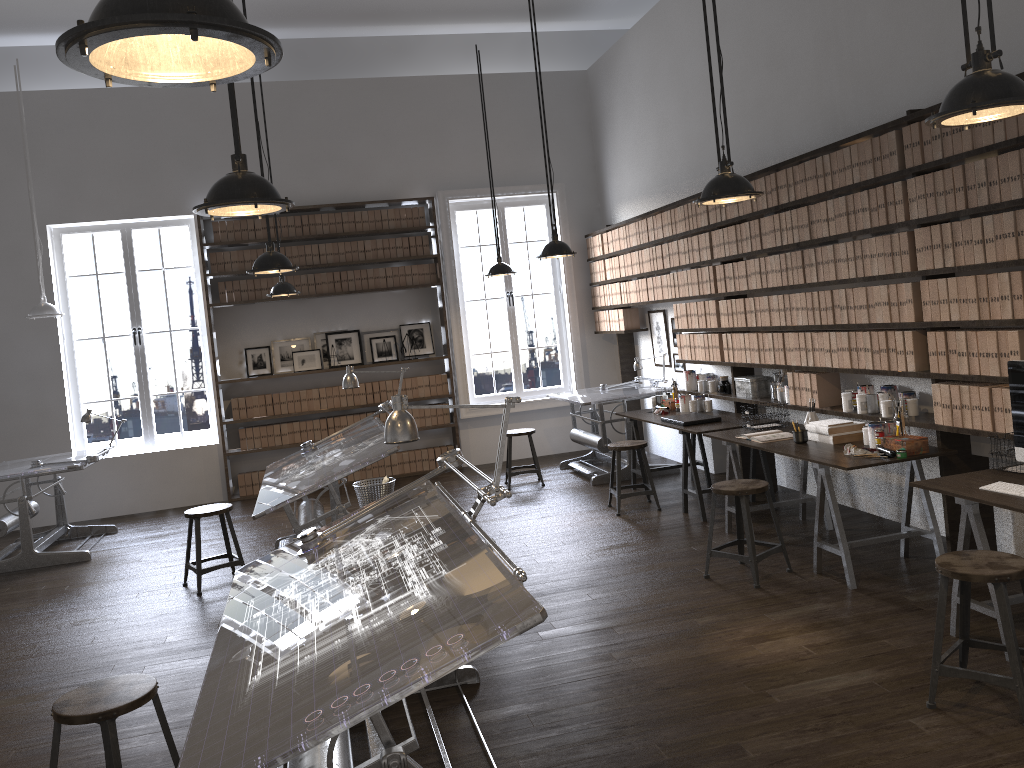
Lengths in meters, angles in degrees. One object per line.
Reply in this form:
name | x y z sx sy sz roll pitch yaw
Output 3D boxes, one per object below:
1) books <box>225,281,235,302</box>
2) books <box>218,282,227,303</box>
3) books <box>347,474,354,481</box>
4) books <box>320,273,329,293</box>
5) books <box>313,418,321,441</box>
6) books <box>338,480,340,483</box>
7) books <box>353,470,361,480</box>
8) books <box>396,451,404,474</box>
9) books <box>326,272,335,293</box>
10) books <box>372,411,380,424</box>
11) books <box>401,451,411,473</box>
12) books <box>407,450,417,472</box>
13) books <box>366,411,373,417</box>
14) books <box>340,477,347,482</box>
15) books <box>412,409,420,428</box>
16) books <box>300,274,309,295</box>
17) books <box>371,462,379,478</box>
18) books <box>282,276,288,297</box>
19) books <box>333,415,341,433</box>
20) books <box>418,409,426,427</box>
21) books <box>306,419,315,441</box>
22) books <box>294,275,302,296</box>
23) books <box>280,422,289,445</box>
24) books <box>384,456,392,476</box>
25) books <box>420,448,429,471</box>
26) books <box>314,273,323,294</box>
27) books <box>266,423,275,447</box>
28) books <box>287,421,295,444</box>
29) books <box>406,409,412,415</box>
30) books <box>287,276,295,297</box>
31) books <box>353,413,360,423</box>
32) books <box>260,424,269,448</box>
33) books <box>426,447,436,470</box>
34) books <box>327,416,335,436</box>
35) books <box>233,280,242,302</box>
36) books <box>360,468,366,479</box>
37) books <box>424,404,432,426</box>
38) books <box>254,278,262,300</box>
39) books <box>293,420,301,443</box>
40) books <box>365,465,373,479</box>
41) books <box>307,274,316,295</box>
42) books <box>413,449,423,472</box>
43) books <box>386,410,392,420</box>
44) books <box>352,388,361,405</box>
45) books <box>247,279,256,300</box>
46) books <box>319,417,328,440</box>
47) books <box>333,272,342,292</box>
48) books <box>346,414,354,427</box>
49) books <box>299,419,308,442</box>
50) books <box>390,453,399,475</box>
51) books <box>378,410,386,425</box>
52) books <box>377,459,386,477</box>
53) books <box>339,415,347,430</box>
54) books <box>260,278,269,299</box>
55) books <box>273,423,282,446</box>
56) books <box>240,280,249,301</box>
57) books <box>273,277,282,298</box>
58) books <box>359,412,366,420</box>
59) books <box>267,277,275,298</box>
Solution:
books | -2.971 -0.967 9.339 0.067 0.225 0.174 -6 2 -13
books | -3.044 -0.958 9.328 0.067 0.225 0.174 -6 2 -13
books | -1.766 0.931 9.617 0.067 0.225 0.174 -6 2 -13
books | -2.028 -1.081 9.563 0.067 0.225 0.174 -6 2 -13
books | -2.100 0.487 9.541 0.067 0.225 0.174 -6 2 -13
books | -1.908 0.948 9.582 0.067 0.225 0.174 -6 2 -13
books | -1.696 0.923 9.635 0.067 0.225 0.174 -6 2 -13
books | -1.237 0.867 9.745 0.067 0.225 0.174 -6 2 -13
books | -1.965 -1.089 9.581 0.067 0.225 0.174 -6 2 -13
books | -1.484 0.412 9.683 0.067 0.225 0.174 -6 2 -13
books | -1.171 0.859 9.755 0.067 0.225 0.174 -6 2 -13
books | -1.107 0.851 9.776 0.067 0.225 0.174 -6 2 -13
books | -1.546 0.420 9.673 0.067 0.225 0.174 -6 2 -13
books | -1.839 0.940 9.602 0.067 0.225 0.174 -6 2 -13
books | -1.071 0.362 9.783 0.067 0.225 0.174 -6 2 -13
books | -2.229 -1.057 9.515 0.067 0.225 0.174 -6 2 -13
books | -1.504 0.899 9.684 0.067 0.225 0.174 -6 2 -13
books | -2.432 -1.032 9.466 0.067 0.225 0.174 -6 2 -13
books | -1.888 0.461 9.595 0.067 0.225 0.174 -6 2 -13
books | -1.011 0.355 9.799 0.067 0.225 0.174 -6 2 -13
books | -2.169 0.495 9.528 0.067 0.225 0.174 -6 2 -13
books | -2.297 -1.049 9.503 0.067 0.225 0.174 -6 2 -13
books | -2.428 0.527 9.465 0.067 0.225 0.174 -6 2 -13
books | -1.367 0.883 9.711 0.067 0.225 0.174 -6 2 -13
books | -0.969 0.835 9.804 0.067 0.225 0.174 -6 2 -13
books | -2.088 -1.074 9.545 0.067 0.225 0.174 -6 2 -13
books | -2.567 0.543 9.434 0.067 0.225 0.174 -6 2 -13
books | -2.368 0.519 9.481 0.067 0.225 0.174 -6 2 -13
books | -1.141 0.371 9.765 0.067 0.225 0.174 -6 2 -13
books | -2.365 -1.041 9.485 0.067 0.225 0.174 -6 2 -13
books | -1.687 0.436 9.643 0.067 0.225 0.174 -6 2 -13
books | -2.635 0.551 9.420 0.067 0.225 0.174 -6 2 -13
books | -0.901 0.826 9.825 0.067 0.225 0.174 -6 2 -13
books | -1.958 0.470 9.573 0.067 0.225 0.174 -6 2 -13
books | -2.900 -0.976 9.361 0.067 0.225 0.174 -6 2 -13
books | -1.636 0.915 9.651 0.067 0.225 0.174 -6 2 -13
books | -0.945 0.347 9.809 0.067 0.225 0.174 -6 2 -13
books | -2.694 -1.001 9.409 0.067 0.225 0.174 -6 2 -13
books | -2.302 0.511 9.491 0.067 0.225 0.174 -6 2 -13
books | -1.570 0.908 9.662 0.067 0.225 0.174 -6 2 -13
books | -2.158 -1.065 9.528 0.067 0.225 0.174 -6 2 -13
books | -1.039 0.843 9.792 0.067 0.225 0.174 -6 2 -13
books | -1.344 0.395 9.719 0.067 0.225 0.174 -6 2 -13
books | -1.695 0.114 9.634 0.067 0.225 0.174 -6 2 -13
books | -2.762 -0.993 9.393 0.067 0.225 0.174 -6 2 -13
books | -2.032 0.478 9.561 0.067 0.225 0.174 -6 2 -13
books | -1.892 -1.098 9.592 0.067 0.225 0.174 -6 2 -13
books | -1.753 0.445 9.623 0.067 0.225 0.174 -6 2 -13
books | -2.238 0.503 9.512 0.067 0.225 0.174 -6 2 -13
books | -1.298 0.874 9.729 0.067 0.225 0.174 -6 2 -13
books | -1.414 0.404 9.699 0.067 0.225 0.174 -6 2 -13
books | -1.436 0.891 9.698 0.067 0.225 0.174 -6 2 -13
books | -1.823 0.453 9.603 0.067 0.225 0.174 -6 2 -13
books | -2.627 -1.008 9.419 0.067 0.225 0.174 -6 2 -13
books | -2.498 0.535 9.447 0.067 0.225 0.174 -6 2 -13
books | -2.830 -0.984 9.373 0.067 0.225 0.174 -6 2 -13
books | -2.502 -1.024 9.451 0.067 0.225 0.174 -6 2 -13
books | -1.619 0.428 9.657 0.067 0.225 0.174 -6 2 -13
books | -2.564 -1.017 9.438 0.067 0.225 0.174 -6 2 -13
